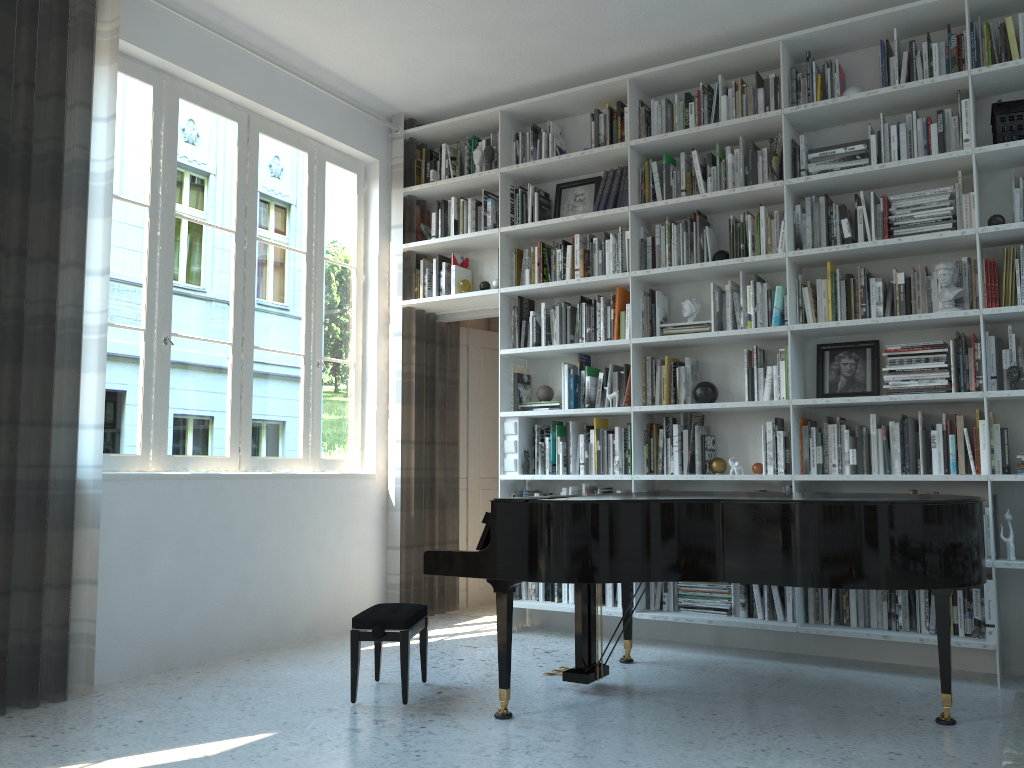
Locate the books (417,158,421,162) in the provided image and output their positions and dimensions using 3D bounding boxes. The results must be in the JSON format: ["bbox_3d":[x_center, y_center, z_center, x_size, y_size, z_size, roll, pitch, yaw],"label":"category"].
[{"bbox_3d":[-0.583,-1.360,5.900,0.011,0.241,0.151,-3,-6,31],"label":"books"}]

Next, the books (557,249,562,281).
[{"bbox_3d":[0.320,-0.675,5.272,0.031,0.217,0.173,-3,-6,31],"label":"books"}]

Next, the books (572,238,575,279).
[{"bbox_3d":[0.404,-0.708,5.216,0.023,0.271,0.187,-3,-6,31],"label":"books"}]

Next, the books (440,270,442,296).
[{"bbox_3d":[-0.401,-0.618,5.704,0.024,0.192,0.181,-3,-6,31],"label":"books"}]

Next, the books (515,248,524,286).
[{"bbox_3d":[0.069,-0.683,5.422,0.012,0.263,0.180,-3,-6,31],"label":"books"}]

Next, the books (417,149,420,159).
[{"bbox_3d":[-0.600,-1.393,5.897,0.012,0.307,0.180,-3,-6,31],"label":"books"}]

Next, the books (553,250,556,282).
[{"bbox_3d":[0.291,-0.674,5.289,0.014,0.218,0.164,-3,-6,31],"label":"books"}]

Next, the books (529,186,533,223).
[{"bbox_3d":[0.155,-1.051,5.394,0.023,0.258,0.183,-3,-6,31],"label":"books"}]

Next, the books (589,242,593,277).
[{"bbox_3d":[0.495,-0.693,5.168,0.013,0.232,0.171,-3,-6,31],"label":"books"}]

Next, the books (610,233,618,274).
[{"bbox_3d":[0.610,-0.716,5.094,0.022,0.263,0.174,-3,-6,31],"label":"books"}]

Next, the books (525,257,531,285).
[{"bbox_3d":[0.135,-0.654,5.371,0.026,0.195,0.175,-3,-6,31],"label":"books"}]

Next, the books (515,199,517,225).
[{"bbox_3d":[0.063,-1.017,5.467,0.015,0.206,0.172,-3,-6,31],"label":"books"}]

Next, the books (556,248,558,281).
[{"bbox_3d":[0.305,-0.679,5.289,0.011,0.228,0.170,-3,-6,31],"label":"books"}]

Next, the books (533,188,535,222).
[{"bbox_3d":[0.174,-1.047,5.393,0.011,0.249,0.168,-3,-6,31],"label":"books"}]

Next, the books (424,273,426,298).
[{"bbox_3d":[-0.513,-0.613,5.780,0.029,0.197,0.160,-3,-6,31],"label":"books"}]

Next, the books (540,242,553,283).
[{"bbox_3d":[0.216,-0.699,5.330,0.011,0.277,0.164,-3,-6,31],"label":"books"}]

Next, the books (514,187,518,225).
[{"bbox_3d":[0.052,-1.057,5.473,0.006,0.287,0.148,-3,-6,31],"label":"books"}]

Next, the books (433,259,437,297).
[{"bbox_3d":[-0.458,-0.658,5.751,0.022,0.281,0.156,-3,-6,31],"label":"books"}]

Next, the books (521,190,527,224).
[{"bbox_3d":[0.101,-1.043,5.420,0.004,0.246,0.189,-3,-6,31],"label":"books"}]

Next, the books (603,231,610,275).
[{"bbox_3d":[0.572,-0.722,5.124,0.012,0.280,0.188,-3,-6,31],"label":"books"}]

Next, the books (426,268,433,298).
[{"bbox_3d":[-0.501,-0.626,5.764,0.010,0.220,0.181,-3,-6,31],"label":"books"}]

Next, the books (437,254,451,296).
[{"bbox_3d":[-0.424,-0.670,5.706,0.013,0.296,0.187,-3,-6,31],"label":"books"}]

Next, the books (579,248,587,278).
[{"bbox_3d":[0.447,-0.674,5.177,0.029,0.195,0.192,-3,-6,31],"label":"books"}]

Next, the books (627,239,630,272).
[{"bbox_3d":[0.716,-0.695,5.002,0.039,0.202,0.236,-3,-6,31],"label":"books"}]

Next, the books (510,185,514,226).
[{"bbox_3d":[0.035,-1.061,5.472,0.005,0.292,0.184,-3,-6,31],"label":"books"}]

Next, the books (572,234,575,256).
[{"bbox_3d":[0.397,-0.722,5.243,0.014,0.303,0.151,-3,-6,31],"label":"books"}]

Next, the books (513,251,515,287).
[{"bbox_3d":[0.049,-0.675,5.454,0.012,0.254,0.161,-3,-6,31],"label":"books"}]

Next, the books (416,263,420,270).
[{"bbox_3d":[-0.594,-0.648,5.808,0.011,0.272,0.189,-3,-6,31],"label":"books"}]

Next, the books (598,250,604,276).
[{"bbox_3d":[0.541,-0.672,5.154,0.022,0.185,0.136,-3,-6,31],"label":"books"}]

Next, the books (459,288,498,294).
[{"bbox_3d":[-0.169,-0.566,5.571,0.285,0.012,0.159,-4,-7,33],"label":"books"}]

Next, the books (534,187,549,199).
[{"bbox_3d":[0.183,-1.050,5.386,0.012,0.254,0.166,-3,-6,31],"label":"books"}]

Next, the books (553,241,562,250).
[{"bbox_3d":[0.286,-0.701,5.309,0.012,0.277,0.150,-3,-6,31],"label":"books"}]

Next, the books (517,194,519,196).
[{"bbox_3d":[0.080,-1.031,5.442,0.009,0.228,0.184,-3,-6,31],"label":"books"}]

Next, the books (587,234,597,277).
[{"bbox_3d":[0.485,-0.718,5.190,0.025,0.286,0.161,-3,-6,31],"label":"books"}]

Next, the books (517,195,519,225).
[{"bbox_3d":[0.080,-1.025,5.429,0.004,0.214,0.186,-3,-6,31],"label":"books"}]

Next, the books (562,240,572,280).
[{"bbox_3d":[0.342,-0.703,5.267,0.014,0.272,0.180,-3,-6,31],"label":"books"}]

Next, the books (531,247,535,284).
[{"bbox_3d":[0.159,-0.687,5.378,0.010,0.262,0.151,-3,-6,31],"label":"books"}]

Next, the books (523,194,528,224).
[{"bbox_3d":[0.123,-1.030,5.412,0.018,0.218,0.186,-3,-6,31],"label":"books"}]

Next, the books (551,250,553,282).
[{"bbox_3d":[0.277,-0.677,5.317,0.012,0.230,0.149,-3,-6,31],"label":"books"}]

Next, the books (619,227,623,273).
[{"bbox_3d":[0.654,-0.734,5.062,0.012,0.290,0.182,-3,-6,31],"label":"books"}]

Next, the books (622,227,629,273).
[{"bbox_3d":[0.675,-0.733,5.063,0.022,0.289,0.169,-3,-6,31],"label":"books"}]

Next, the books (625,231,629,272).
[{"bbox_3d":[0.698,-0.722,5.045,0.035,0.263,0.178,-3,-6,31],"label":"books"}]

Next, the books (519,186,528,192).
[{"bbox_3d":[0.082,-1.060,5.462,0.006,0.288,0.144,-3,-6,31],"label":"books"}]

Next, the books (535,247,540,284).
[{"bbox_3d":[0.192,-0.685,5.351,0.014,0.252,0.187,-3,-6,31],"label":"books"}]

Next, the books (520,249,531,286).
[{"bbox_3d":[0.109,-0.681,5.417,0.062,0.258,0.153,-3,-6,31],"label":"books"}]

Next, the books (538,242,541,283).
[{"bbox_3d":[0.208,-0.699,5.347,0.020,0.280,0.164,-3,-6,31],"label":"books"}]

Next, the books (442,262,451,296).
[{"bbox_3d":[-0.382,-0.644,5.673,0.021,0.236,0.189,-3,-6,31],"label":"books"}]

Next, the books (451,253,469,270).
[{"bbox_3d":[-0.332,-0.675,5.670,0.013,0.298,0.179,-3,-6,31],"label":"books"}]

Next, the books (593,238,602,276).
[{"bbox_3d":[0.520,-0.707,5.171,0.029,0.260,0.158,-3,-6,31],"label":"books"}]

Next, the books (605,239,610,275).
[{"bbox_3d":[0.588,-0.699,5.107,0.030,0.230,0.172,-3,-6,31],"label":"books"}]

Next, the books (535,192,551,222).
[{"bbox_3d":[0.189,-1.031,5.371,0.012,0.213,0.185,-3,-6,31],"label":"books"}]

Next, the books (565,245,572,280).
[{"bbox_3d":[0.370,-0.688,5.253,0.047,0.238,0.162,-3,-6,31],"label":"books"}]

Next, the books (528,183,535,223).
[{"bbox_3d":[0.148,-1.061,5.410,0.005,0.281,0.191,-3,-6,31],"label":"books"}]

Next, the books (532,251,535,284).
[{"bbox_3d":[0.174,-0.672,5.363,0.030,0.229,0.172,-3,-6,31],"label":"books"}]

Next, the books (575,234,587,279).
[{"bbox_3d":[0.424,-0.717,5.199,0.030,0.285,0.185,-3,-6,31],"label":"books"}]

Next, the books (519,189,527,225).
[{"bbox_3d":[0.093,-1.048,5.440,0.009,0.260,0.184,-3,-6,31],"label":"books"}]

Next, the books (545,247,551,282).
[{"bbox_3d":[0.250,-0.686,5.329,0.047,0.249,0.134,-3,-6,31],"label":"books"}]

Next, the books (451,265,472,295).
[{"bbox_3d":[-0.321,-0.634,5.644,0.029,0.211,0.187,-3,-6,31],"label":"books"}]

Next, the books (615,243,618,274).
[{"bbox_3d":[0.632,-0.688,5.094,0.013,0.206,0.172,-3,-6,31],"label":"books"}]

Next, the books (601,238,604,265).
[{"bbox_3d":[0.562,-0.709,5.150,0.035,0.260,0.131,-3,-6,31],"label":"books"}]
